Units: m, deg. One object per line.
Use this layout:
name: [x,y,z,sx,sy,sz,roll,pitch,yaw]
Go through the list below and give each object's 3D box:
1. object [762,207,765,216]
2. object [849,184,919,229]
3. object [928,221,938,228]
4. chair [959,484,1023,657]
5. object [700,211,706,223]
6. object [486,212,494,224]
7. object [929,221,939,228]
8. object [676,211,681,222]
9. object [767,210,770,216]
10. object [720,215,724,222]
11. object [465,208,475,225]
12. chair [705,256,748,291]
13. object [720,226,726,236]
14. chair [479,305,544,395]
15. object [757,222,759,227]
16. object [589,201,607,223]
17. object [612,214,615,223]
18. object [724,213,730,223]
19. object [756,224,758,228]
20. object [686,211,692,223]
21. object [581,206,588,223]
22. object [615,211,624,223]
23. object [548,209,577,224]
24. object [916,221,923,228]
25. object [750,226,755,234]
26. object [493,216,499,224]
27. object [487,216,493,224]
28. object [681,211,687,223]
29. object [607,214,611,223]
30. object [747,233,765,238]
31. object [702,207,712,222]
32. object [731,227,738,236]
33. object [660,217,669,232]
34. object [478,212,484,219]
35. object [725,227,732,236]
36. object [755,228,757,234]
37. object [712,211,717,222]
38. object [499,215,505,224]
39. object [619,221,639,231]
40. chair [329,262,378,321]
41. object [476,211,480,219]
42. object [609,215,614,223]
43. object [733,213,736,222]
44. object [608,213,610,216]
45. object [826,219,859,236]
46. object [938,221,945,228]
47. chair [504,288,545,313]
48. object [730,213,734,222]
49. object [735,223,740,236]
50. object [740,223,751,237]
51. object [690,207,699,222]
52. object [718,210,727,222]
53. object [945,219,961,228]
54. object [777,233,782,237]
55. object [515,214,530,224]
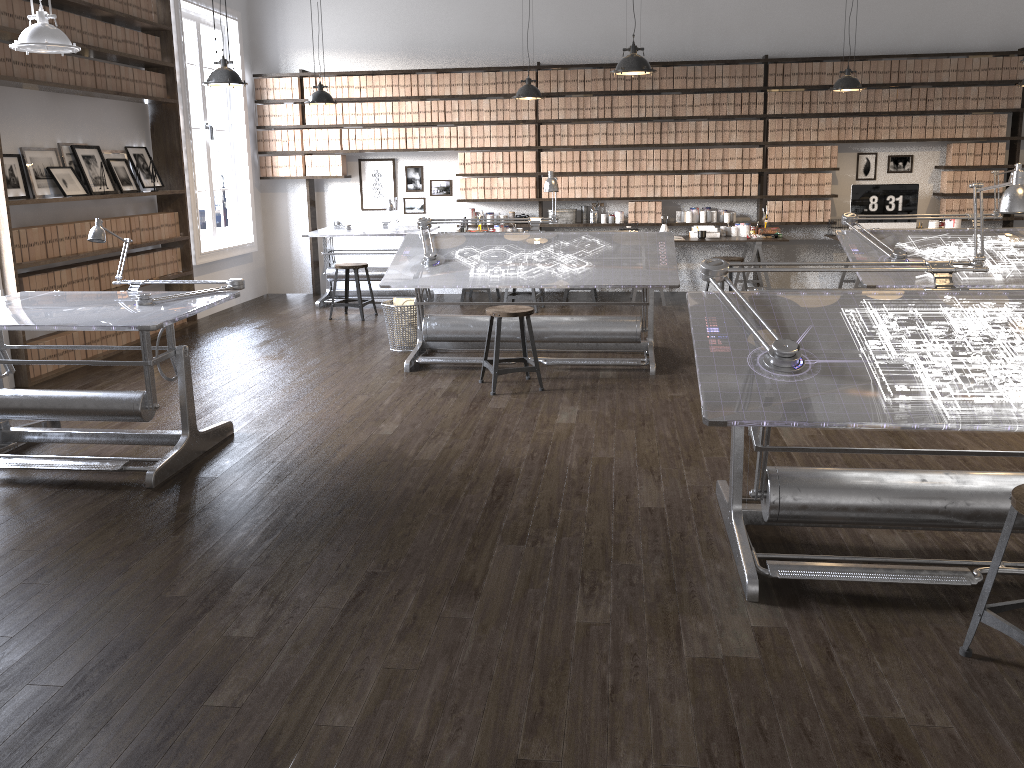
object: [2.589,-1.708,9.083,0.055,0.212,0.007,2,12,14]
object: [3.739,-1.755,8.936,0.643,0.513,0.206,1,12,7]
object: [4.244,-1.571,8.931,0.097,0.141,0.096,4,13,24]
chair: [1.527,0.573,2.429,0.358,0.523,0.375,-4,13,-14]
object: [2.017,-1.762,9.349,0.062,0.118,0.062,-6,13,-24]
object: [-0.241,-1.825,9.753,0.095,0.127,0.094,8,15,37]
object: [4.204,-1.546,8.833,0.095,0.143,0.095,7,14,32]
object: [1.783,-1.786,9.465,0.062,0.118,0.062,-11,16,-41]
object: [2.607,-1.696,9.080,0.008,0.184,0.072,-10,15,-39]
object: [2.229,-1.755,9.394,0.054,0.080,0.055,-2,12,-3]
object: [-0.454,-1.827,9.661,0.106,0.175,0.109,1,12,9]
chair: [2.068,-0.951,8.536,0.372,0.523,0.361,-5,13,-19]
object: [2.210,-1.600,9.261,0.062,0.093,0.062,-12,16,-41]
chair: [-0.009,-0.230,5.770,0.358,0.523,0.375,-4,13,-14]
object: [2.526,-1.600,9.134,0.033,0.146,0.005,0,11,6]
object: [0.922,-1.874,9.558,0.181,0.269,0.158,-3,12,-9]
object: [1.095,-1.785,9.549,0.045,0.100,0.044,1,12,10]
object: [2.262,-1.747,9.312,0.062,0.095,0.062,9,15,38]
object: [2.517,-1.600,9.130,0.040,0.129,0.005,0,11,5]
object: [1.873,-1.763,9.363,0.062,0.118,0.062,-9,14,-32]
object: [0.791,-1.848,9.660,0.079,0.186,0.079,-4,12,-14]
object: [1.151,-1.788,9.506,0.095,0.127,0.095,2,13,14]
object: [0.549,-1.819,9.605,0.317,0.151,0.195,1,13,6]
object: [4.135,-1.583,8.997,0.097,0.141,0.092,-4,12,-13]
object: [2.469,-1.566,9.086,0.049,0.111,0.049,1,12,10]
object: [-0.171,-1.788,9.651,0.062,0.092,0.064,-3,12,-7]
object: [-0.241,-1.785,9.645,0.062,0.093,0.062,-2,12,-7]
object: [1.824,-1.774,9.412,0.063,0.117,0.063,-11,16,-41]
object: [1.044,-1.790,9.577,0.063,0.092,0.063,-8,14,-30]
object: [2.469,-1.498,8.944,0.197,0.050,0.133,-7,15,-22]
object: [2.075,-1.801,9.439,0.094,0.160,0.207,1,13,8]
object: [2.300,-1.576,9.159,0.062,0.093,0.062,-9,14,-32]
object: [1.603,-1.657,9.317,0.102,0.207,0.102,-10,15,-37]
object: [-0.342,-1.827,9.724,0.070,0.129,0.070,11,17,44]
object: [2.251,-1.587,9.209,0.063,0.092,0.063,-12,16,-41]
object: [2.502,-1.569,9.147,0.060,0.088,0.060,1,12,11]
object: [2.143,-1.777,9.402,0.062,0.118,0.062,-6,13,-24]
object: [-0.106,-1.793,9.665,0.062,0.093,0.062,-2,12,-7]
object: [1.220,-1.608,9.246,0.203,0.159,0.287,1,13,7]
chair: [-1.540,-0.895,8.559,0.372,0.523,0.362,2,13,15]
object: [-0.386,-1.842,9.790,0.072,0.128,0.071,-9,15,-35]
object: [1.085,-1.782,9.556,0.062,0.092,0.183,4,14,20]
object: [2.350,-1.773,9.415,0.062,0.095,0.062,9,15,38]
object: [1.049,-1.779,9.484,0.035,0.102,0.004,0,11,3]
object: [3.393,-1.602,9.072,0.284,0.159,0.206,-1,13,-1]
object: [4.295,-1.555,8.860,0.068,0.153,0.069,-4,12,-16]
chair: [0.117,-0.994,8.842,0.372,0.523,0.362,2,13,15]
object: [2.308,-1.759,9.360,0.063,0.094,0.063,9,15,38]
object: [2.373,-1.610,9.240,0.095,0.127,0.095,0,12,3]
object: [2.407,-1.589,9.129,0.105,0.140,0.105,2,13,14]
object: [1.946,-1.800,9.443,0.095,0.160,0.095,0,12,3]
object: [2.254,-1.799,9.470,0.094,0.128,0.096,-2,12,-6]
object: [4.369,-1.556,8.781,0.144,0.194,0.146,-6,13,-20]
object: [2.720,-1.513,8.997,0.049,0.037,0.049,1,13,10]
object: [0.109,-1.795,9.625,0.171,0.107,0.092,1,12,7]
